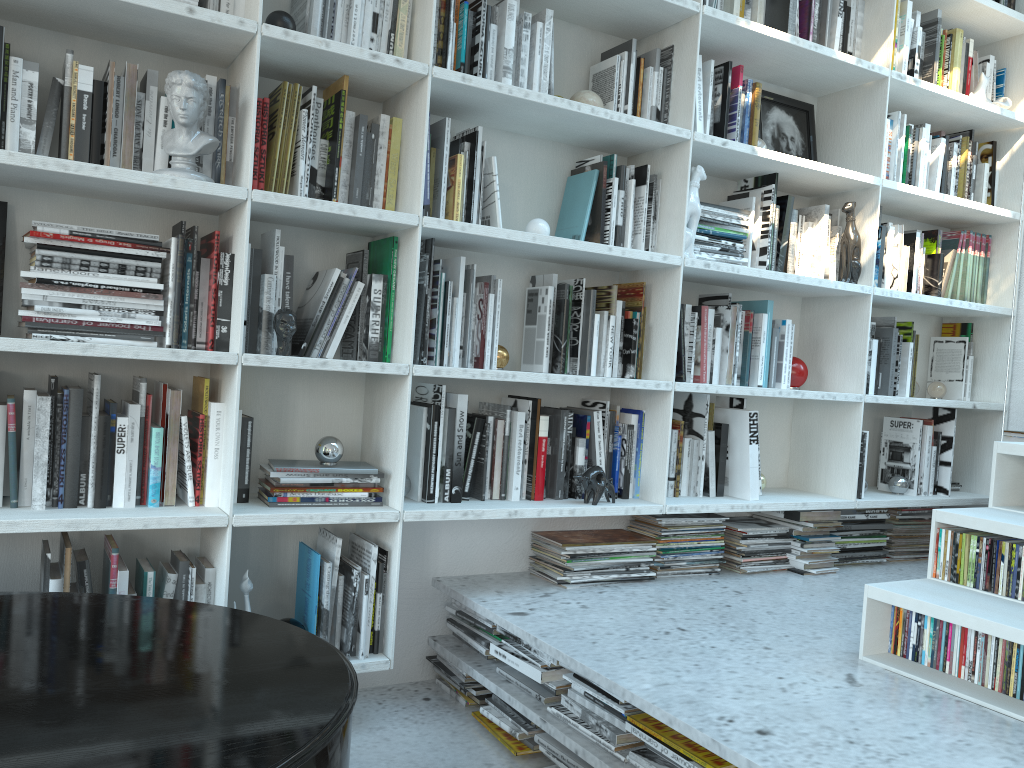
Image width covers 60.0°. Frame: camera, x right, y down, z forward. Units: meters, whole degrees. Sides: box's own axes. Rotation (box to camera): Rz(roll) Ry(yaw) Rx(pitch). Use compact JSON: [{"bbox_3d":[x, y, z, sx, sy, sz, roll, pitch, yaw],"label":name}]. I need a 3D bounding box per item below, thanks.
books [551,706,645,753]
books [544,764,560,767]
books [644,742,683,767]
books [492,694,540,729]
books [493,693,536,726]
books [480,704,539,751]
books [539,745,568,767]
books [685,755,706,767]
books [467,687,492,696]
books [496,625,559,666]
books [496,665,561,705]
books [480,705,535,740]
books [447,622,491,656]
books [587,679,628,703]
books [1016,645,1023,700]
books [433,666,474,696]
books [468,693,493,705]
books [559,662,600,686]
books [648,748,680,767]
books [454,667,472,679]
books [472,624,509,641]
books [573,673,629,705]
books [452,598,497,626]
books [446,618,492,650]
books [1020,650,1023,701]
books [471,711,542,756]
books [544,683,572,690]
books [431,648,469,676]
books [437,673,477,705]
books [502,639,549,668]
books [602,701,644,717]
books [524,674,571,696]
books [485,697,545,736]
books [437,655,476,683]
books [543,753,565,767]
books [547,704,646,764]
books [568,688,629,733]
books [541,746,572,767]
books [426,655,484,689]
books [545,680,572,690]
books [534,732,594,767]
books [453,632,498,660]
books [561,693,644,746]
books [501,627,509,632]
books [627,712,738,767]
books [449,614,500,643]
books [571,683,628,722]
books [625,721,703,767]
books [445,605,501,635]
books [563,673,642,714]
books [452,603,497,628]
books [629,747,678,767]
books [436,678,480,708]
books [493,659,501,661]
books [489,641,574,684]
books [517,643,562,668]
[{"bbox_3d":[0.233,0.771,2.020,0.190,0.012,0.235,3,1,-32],"label":"books"},{"bbox_3d":[0.184,0.911,2.012,0.189,0.028,0.202,3,1,-35],"label":"books"},{"bbox_3d":[0.392,0.744,1.778,0.159,0.018,0.202,3,1,-32],"label":"books"},{"bbox_3d":[0.059,0.834,2.292,0.137,0.018,0.200,3,1,-34],"label":"books"},{"bbox_3d":[0.055,0.821,2.289,0.144,0.009,0.249,3,1,-26],"label":"books"},{"bbox_3d":[0.050,0.875,2.290,0.160,0.014,0.267,3,1,-31],"label":"books"},{"bbox_3d":[0.201,0.863,2.018,0.156,0.017,0.263,3,1,-34],"label":"books"},{"bbox_3d":[0.389,0.712,1.774,0.161,0.012,0.254,3,1,-26],"label":"books"},{"bbox_3d":[-0.102,0.835,2.560,0.159,0.012,0.278,3,1,-31],"label":"books"},{"bbox_3d":[0.102,0.663,2.289,0.163,0.018,0.289,3,1,-31],"label":"books"},{"bbox_3d":[0.091,0.767,2.290,0.173,0.017,0.233,3,1,-31],"label":"books"},{"bbox_3d":[0.040,0.859,2.284,0.180,0.017,0.182,3,1,-33],"label":"books"},{"bbox_3d":[-0.056,0.721,2.538,0.175,0.017,0.265,3,1,-27],"label":"books"},{"bbox_3d":[0.256,0.675,2.027,0.149,0.013,0.220,3,1,-27],"label":"books"},{"bbox_3d":[1.124,0.605,1.899,0.125,0.125,0.008,3,2,-30],"label":"books"},{"bbox_3d":[-0.106,0.847,2.559,0.170,0.012,0.215,3,1,-30],"label":"books"},{"bbox_3d":[-0.097,0.860,2.565,0.147,0.014,0.292,3,1,-30],"label":"books"},{"bbox_3d":[0.246,0.661,2.020,0.165,0.015,0.243,3,1,-35],"label":"books"},{"bbox_3d":[0.401,0.762,1.784,0.138,0.017,0.237,3,1,-31],"label":"books"},{"bbox_3d":[-0.102,0.801,2.557,0.152,0.015,0.208,3,1,-25],"label":"books"},{"bbox_3d":[-0.037,0.689,2.547,0.145,0.008,0.297,3,1,-31],"label":"books"},{"bbox_3d":[0.255,0.686,2.027,0.160,0.010,0.179,3,1,-30],"label":"books"},{"bbox_3d":[-0.043,0.644,2.540,0.159,0.011,0.246,3,1,-33],"label":"books"},{"bbox_3d":[-0.051,0.706,2.540,0.179,0.012,0.261,3,1,-30],"label":"books"},{"bbox_3d":[1.128,0.605,1.892,0.125,0.125,0.009,3,2,-30],"label":"books"},{"bbox_3d":[0.034,0.886,2.282,0.187,0.009,0.261,3,1,-27],"label":"books"},{"bbox_3d":[0.098,0.733,2.292,0.152,0.009,0.259,3,1,-33],"label":"books"},{"bbox_3d":[-0.107,0.789,2.554,0.174,0.009,0.239,3,1,-28],"label":"books"},{"bbox_3d":[-0.105,0.869,2.560,0.144,0.005,0.257,3,1,-25],"label":"books"},{"bbox_3d":[0.096,0.687,2.287,0.171,0.007,0.206,3,1,-28],"label":"books"},{"bbox_3d":[0.256,0.706,2.029,0.144,0.013,0.220,3,1,-27],"label":"books"},{"bbox_3d":[0.108,0.749,2.299,0.131,0.021,0.240,3,1,-28],"label":"books"},{"bbox_3d":[0.053,0.847,2.290,0.159,0.009,0.228,3,1,-29],"label":"books"},{"bbox_3d":[-0.105,0.813,2.557,0.159,0.009,0.210,3,1,-26],"label":"books"},{"bbox_3d":[0.204,0.878,2.021,0.161,0.012,0.254,3,1,-29],"label":"books"},{"bbox_3d":[0.236,0.784,2.023,0.183,0.012,0.296,3,1,-31],"label":"books"},{"bbox_3d":[0.253,0.734,2.029,0.154,0.018,0.220,3,1,-31],"label":"books"},{"bbox_3d":[0.198,0.850,2.016,0.178,0.009,0.276,3,1,-29],"label":"books"},{"bbox_3d":[-0.112,0.820,2.553,0.184,0.006,0.262,3,1,-29],"label":"books"},{"bbox_3d":[0.096,0.725,2.290,0.163,0.008,0.294,3,1,-32],"label":"books"},{"bbox_3d":[0.194,0.837,2.013,0.181,0.017,0.249,3,1,-33],"label":"books"},{"bbox_3d":[-0.049,0.738,2.543,0.163,0.017,0.232,3,1,-28],"label":"books"},{"bbox_3d":[0.242,0.754,2.024,0.164,0.023,0.242,3,1,-26],"label":"books"},{"bbox_3d":[0.096,0.637,2.283,0.171,0.020,0.193,3,1,-35],"label":"books"},{"bbox_3d":[0.384,0.701,1.770,0.187,0.009,0.261,3,1,-31],"label":"books"},{"bbox_3d":[-0.044,0.696,2.543,0.156,0.009,0.287,3,1,-32],"label":"books"},{"bbox_3d":[0.257,0.719,2.031,0.150,0.013,0.215,3,1,-30],"label":"books"},{"bbox_3d":[0.385,0.726,1.773,0.179,0.017,0.292,3,1,-29],"label":"books"},{"bbox_3d":[-0.054,0.665,2.536,0.171,0.015,0.252,3,1,-35],"label":"books"},{"bbox_3d":[0.250,0.695,2.025,0.167,0.008,0.234,3,1,-31],"label":"books"},{"bbox_3d":[-0.044,0.654,2.541,0.167,0.008,0.234,3,1,-31],"label":"books"},{"bbox_3d":[0.381,0.776,1.774,0.178,0.014,0.247,3,1,-32],"label":"books"},{"bbox_3d":[-0.107,0.881,2.561,0.163,0.019,0.187,3,1,-31],"label":"books"},{"bbox_3d":[-0.038,0.754,2.551,0.134,0.014,0.181,3,1,-33],"label":"books"},{"bbox_3d":[0.085,0.705,2.282,0.189,0.030,0.237,3,1,-33],"label":"books"},{"bbox_3d":[0.102,0.678,2.290,0.143,0.012,0.263,3,1,-25],"label":"books"}]
